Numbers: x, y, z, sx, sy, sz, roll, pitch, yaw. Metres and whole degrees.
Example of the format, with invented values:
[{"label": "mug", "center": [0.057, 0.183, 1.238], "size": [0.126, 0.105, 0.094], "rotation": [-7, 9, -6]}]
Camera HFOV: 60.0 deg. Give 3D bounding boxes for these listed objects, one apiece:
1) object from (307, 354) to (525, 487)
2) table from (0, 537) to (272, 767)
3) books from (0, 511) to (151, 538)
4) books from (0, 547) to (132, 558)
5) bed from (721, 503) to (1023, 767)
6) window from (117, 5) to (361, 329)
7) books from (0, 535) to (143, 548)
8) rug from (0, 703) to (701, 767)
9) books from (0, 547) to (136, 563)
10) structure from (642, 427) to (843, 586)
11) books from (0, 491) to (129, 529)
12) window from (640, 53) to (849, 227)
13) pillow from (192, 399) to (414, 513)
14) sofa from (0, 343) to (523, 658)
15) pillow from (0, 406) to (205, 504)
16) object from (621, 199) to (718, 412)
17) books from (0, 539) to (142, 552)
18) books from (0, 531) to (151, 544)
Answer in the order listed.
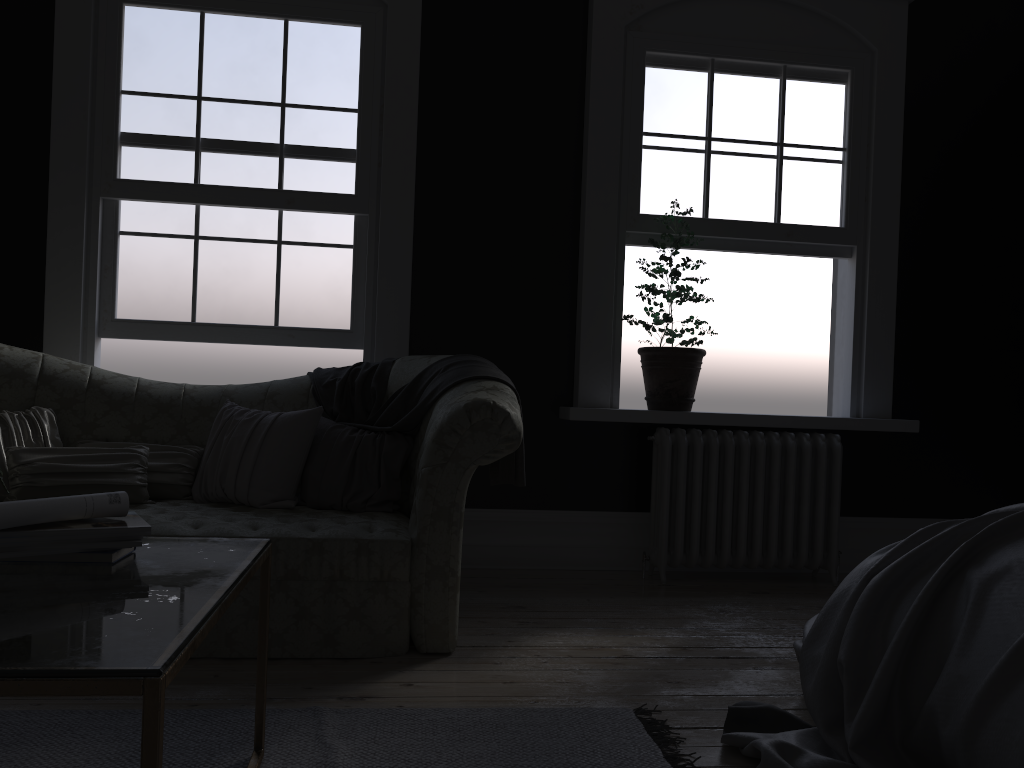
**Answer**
[{"label": "object", "center": [-0.483, 0.152, 4.058], "size": [1.366, 0.585, 0.517], "rotation": [2, -1, 42]}, {"label": "table", "center": [-1.273, 0.642, 1.645], "size": [1.449, 0.558, 1.092], "rotation": [2, -1, -8]}, {"label": "books", "center": [-0.978, 0.305, 1.935], "size": [0.318, 0.011, 0.252], "rotation": [3, -1, -31]}, {"label": "books", "center": [-1.032, 0.345, 1.929], "size": [0.318, 0.011, 0.252], "rotation": [3, -1, -41]}, {"label": "bed", "center": [2.357, 0.424, 2.121], "size": [3.284, 1.298, 2.765], "rotation": [2, -1, -19]}, {"label": "window", "center": [-1.440, -1.125, 4.694], "size": [1.263, 1.672, 0.056], "rotation": [2, 0, -8]}, {"label": "books", "center": [-1.005, 0.325, 1.940], "size": [0.318, 0.011, 0.252], "rotation": [3, -1, -36]}, {"label": "rug", "center": [-1.217, 0.908, 1.503], "size": [3.645, 0.050, 2.106], "rotation": [2, -1, -7]}, {"label": "books", "center": [-0.968, 0.365, 1.943], "size": [0.231, 0.023, 0.162], "rotation": [2, -1, -7]}, {"label": "structure", "center": [1.278, 0.676, 4.857], "size": [1.141, 0.848, 0.276], "rotation": [2, 0, -8]}, {"label": "books", "center": [-1.055, 0.288, 1.916], "size": [0.273, 0.109, 0.322], "rotation": [2, -1, 27]}, {"label": "window", "center": [1.320, -1.341, 5.057], "size": [1.263, 1.017, 0.056], "rotation": [2, 0, -8]}, {"label": "pillow", "center": [-0.910, 0.311, 3.852], "size": [0.964, 0.461, 0.405], "rotation": [2, 0, 0]}, {"label": "sofa", "center": [-1.433, 0.400, 3.831], "size": [2.813, 1.161, 1.606], "rotation": [2, 0, -7]}, {"label": "pillow", "center": [-1.898, 0.291, 3.698], "size": [1.105, 0.416, 0.529], "rotation": [2, 0, -8]}, {"label": "object", "center": [0.878, -0.419, 4.858], "size": [0.474, 1.134, 0.505], "rotation": [2, 0, 32]}, {"label": "books", "center": [-0.991, 0.336, 1.944], "size": [0.318, 0.011, 0.252], "rotation": [3, -1, -26]}, {"label": "books", "center": [-0.987, 0.315, 1.936], "size": [0.318, 0.011, 0.252], "rotation": [3, -1, -36]}]
